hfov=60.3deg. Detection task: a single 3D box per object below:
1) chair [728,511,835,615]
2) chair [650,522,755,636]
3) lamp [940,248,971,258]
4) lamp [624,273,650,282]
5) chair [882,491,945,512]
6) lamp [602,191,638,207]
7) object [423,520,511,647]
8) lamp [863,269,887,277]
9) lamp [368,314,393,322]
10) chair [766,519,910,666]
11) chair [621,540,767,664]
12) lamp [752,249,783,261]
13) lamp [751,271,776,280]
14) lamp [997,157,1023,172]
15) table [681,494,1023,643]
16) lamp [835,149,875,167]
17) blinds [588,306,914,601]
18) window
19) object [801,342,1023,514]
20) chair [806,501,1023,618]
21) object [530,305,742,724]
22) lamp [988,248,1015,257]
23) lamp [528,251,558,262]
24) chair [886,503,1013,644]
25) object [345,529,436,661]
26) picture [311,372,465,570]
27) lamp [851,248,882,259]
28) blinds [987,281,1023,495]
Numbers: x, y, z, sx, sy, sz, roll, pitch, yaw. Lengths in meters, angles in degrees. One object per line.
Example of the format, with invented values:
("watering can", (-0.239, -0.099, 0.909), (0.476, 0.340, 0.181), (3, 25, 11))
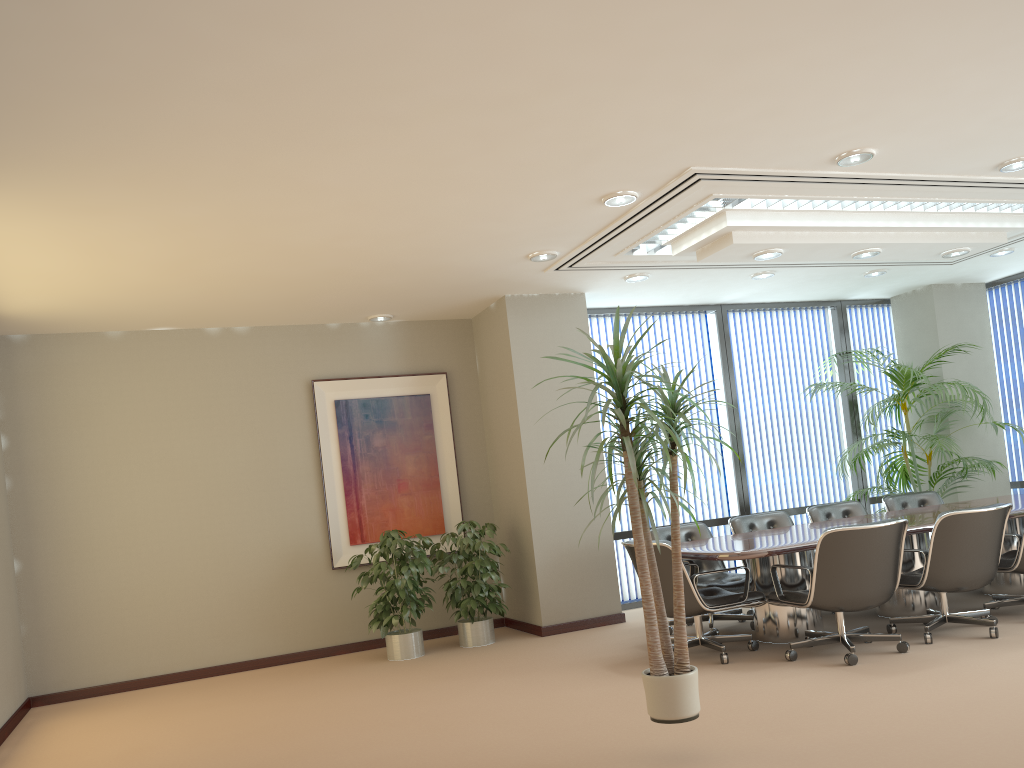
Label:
("chair", (2.354, 1.531, 7.559), (0.756, 0.855, 0.860), (-5, -4, -22))
("chair", (1.581, 1.576, 7.214), (0.756, 0.855, 0.860), (-5, -4, -27))
("lamp", (3.672, -1.078, 7.298), (0.225, 0.035, 0.226), (-7, -7, 3))
("lamp", (1.091, -0.922, 7.703), (0.225, 0.035, 0.227), (-6, -7, -4))
("chair", (3.942, 1.422, 8.133), (0.756, 0.855, 0.860), (-5, -4, -17))
("lamp", (0.676, -1.150, 5.505), (0.224, 0.035, 0.227), (-4, -7, -18))
("object", (-0.375, 1.759, 7.836), (0.737, 1.089, 0.800), (-7, -3, 10))
("lamp", (3.570, -1.084, 8.669), (0.225, 0.035, 0.226), (-7, -7, 3))
("lamp", (-1.215, -0.604, 8.150), (0.224, 0.035, 0.227), (-5, -7, -11))
("chair", (2.120, 1.328, 5.721), (0.751, 0.855, 0.864), (-5, -4, -18))
("chair", (1.259, 1.485, 6.188), (0.849, 0.856, 0.765), (-5, -4, -21))
("lamp", (1.920, -0.964, 6.615), (0.225, 0.035, 0.227), (-6, -7, -4))
("lamp", (2.331, -1.003, 8.186), (0.225, 0.035, 0.226), (-7, -7, 3))
("lamp", (3.277, -1.419, 5.718), (0.225, 0.035, 0.226), (-7, -7, 3))
("table", (3.083, 1.424, 6.930), (4.055, 0.747, 1.522), (-4, -6, -21))
("lamp", (2.037, -1.338, 5.235), (0.224, 0.035, 0.227), (-2, -8, -32))
("blinds", (2.925, 0.629, 9.710), (4.877, 2.900, 0.032), (-4, -2, -21))
("window", (4.664, 0.345, 8.960), (7.413, 2.902, 3.533), (-9, -5, 24))
("object", (4.205, 0.709, 9.230), (2.166, 2.470, 2.100), (-6, -4, -1))
("chair", (3.440, 1.348, 7.086), (0.756, 0.853, 2.553), (-5, -7, -22))
("object", (0.614, 0.597, 3.968), (0.812, 1.826, 0.814), (-8, -3, 44))
("lamp", (4.650, -1.244, 8.372), (0.224, 0.035, 0.227), (-5, -7, -11))
("lamp", (0.237, -0.957, 6.651), (0.225, 0.035, 0.227), (-6, -7, -4))
("chair", (2.953, 1.268, 5.998), (0.756, 0.855, 0.860), (-5, -4, -22))
("object", (-0.940, 1.787, 7.546), (0.733, 1.089, 0.805), (-4, -4, -40))
("picture", (-1.138, 0.791, 8.280), (1.291, 1.741, 0.058), (-5, -1, -21))
("lamp", (2.796, -1.021, 6.957), (0.225, 0.035, 0.226), (-7, -7, 3))
("blinds", (6.326, 0.051, 8.178), (0.050, 2.893, 4.978), (-6, -5, -22))
